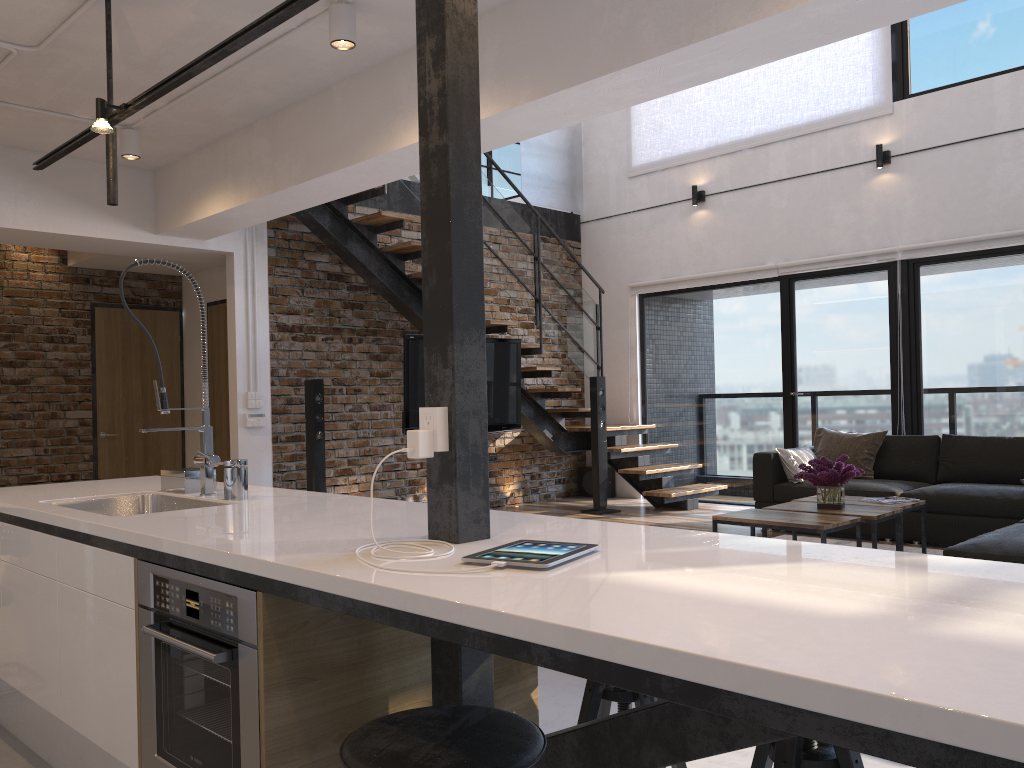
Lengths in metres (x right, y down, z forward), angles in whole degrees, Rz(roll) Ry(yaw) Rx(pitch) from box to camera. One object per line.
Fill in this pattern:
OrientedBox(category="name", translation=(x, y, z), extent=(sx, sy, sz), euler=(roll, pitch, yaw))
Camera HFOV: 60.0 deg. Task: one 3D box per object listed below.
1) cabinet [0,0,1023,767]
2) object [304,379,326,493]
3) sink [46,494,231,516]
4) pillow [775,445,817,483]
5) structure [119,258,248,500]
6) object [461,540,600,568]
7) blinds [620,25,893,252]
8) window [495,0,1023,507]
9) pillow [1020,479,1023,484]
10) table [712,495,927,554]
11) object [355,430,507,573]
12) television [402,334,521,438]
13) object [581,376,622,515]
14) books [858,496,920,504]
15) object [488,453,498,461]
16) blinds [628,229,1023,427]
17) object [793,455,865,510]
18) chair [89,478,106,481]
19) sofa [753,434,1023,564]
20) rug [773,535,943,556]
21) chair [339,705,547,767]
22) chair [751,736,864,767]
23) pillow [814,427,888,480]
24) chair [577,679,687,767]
OrientedBox(category="cabinet", translation=(-1.836, -0.126, 2.653), extent=(2.473, 2.871, 9.117), euler=(-1, -1, -45))
OrientedBox(category="object", translation=(-1.462, 0.568, 6.614), extent=(0.271, 1.206, 0.271), euler=(-2, 0, 35))
OrientedBox(category="sink", translation=(-1.237, 0.501, 2.923), extent=(0.406, 0.203, 0.706), euler=(-1, -1, -45))
OrientedBox(category="pillow", translation=(2.173, 0.597, 6.612), extent=(0.498, 0.265, 0.212), euler=(-1, -1, -44))
OrientedBox(category="structure", translation=(-1.103, -0.016, 3.143), extent=(0.392, 0.813, 0.507), euler=(-1, 0, -6))
OrientedBox(category="object", translation=(0.040, 0.331, 1.721), extent=(0.188, 0.013, 0.240), euler=(-2, -1, 30))
OrientedBox(category="blinds", translation=(0.631, -2.811, 8.039), extent=(10.205, 2.975, 1.995), euler=(-2, -1, 24))
OrientedBox(category="window", translation=(1.713, -1.504, 5.948), extent=(5.662, 5.567, 13.401), euler=(-1, -1, -45))
OrientedBox(category="pillow", translation=(3.431, 0.605, 5.522), extent=(0.356, 0.177, 0.531), euler=(-2, -1, 43))
OrientedBox(category="table", translation=(1.794, 0.881, 5.042), extent=(1.298, 0.350, 0.697), euler=(0, -1, -45))
OrientedBox(category="object", translation=(-0.190, 0.219, 1.751), extent=(0.214, 0.246, 0.417), euler=(-1, -1, -24))
OrientedBox(category="television", translation=(-0.390, 0.024, 6.926), extent=(1.207, 0.783, 0.136), euler=(-1, -1, -45))
OrientedBox(category="object", translation=(0.773, 0.537, 7.860), extent=(0.271, 1.206, 0.271), euler=(-1, 0, -40))
OrientedBox(category="books", translation=(2.253, 0.694, 5.295), extent=(0.295, 0.013, 0.229), euler=(-1, -1, -24))
OrientedBox(category="object", translation=(-0.331, 0.572, 6.894), extent=(0.360, 0.058, 0.275), euler=(0, -1, -45))
OrientedBox(category="blinds", translation=(3.075, -0.064, 6.954), extent=(0.095, 2.044, 5.370), euler=(-1, -1, -45))
OrientedBox(category="object", translation=(1.814, 0.535, 5.045), extent=(0.375, 0.343, 0.342), euler=(-1, -1, -43))
OrientedBox(category="chair", translation=(-2.707, 0.995, 5.487), extent=(0.520, 0.768, 0.540), euler=(-2, -1, 40))
OrientedBox(category="sofa", translation=(2.507, 0.694, 5.166), extent=(2.998, 0.700, 3.044), euler=(0, -1, -45))
OrientedBox(category="rug", translation=(1.776, 1.057, 5.011), extent=(2.113, 0.003, 1.637), euler=(0, -2, -45))
OrientedBox(category="chair", translation=(-0.110, 0.924, 1.534), extent=(0.357, 0.636, 0.357), euler=(-2, 0, 24))
OrientedBox(category="chair", translation=(0.619, 0.917, 1.839), extent=(0.365, 0.630, 0.365), euler=(-1, 0, 0))
OrientedBox(category="pillow", translation=(2.517, 0.526, 6.743), extent=(0.265, 0.382, 0.609), euler=(-1, -1, -45))
OrientedBox(category="chair", translation=(0.293, 0.933, 2.281), extent=(0.367, 0.630, 0.366), euler=(-2, 0, 20))
